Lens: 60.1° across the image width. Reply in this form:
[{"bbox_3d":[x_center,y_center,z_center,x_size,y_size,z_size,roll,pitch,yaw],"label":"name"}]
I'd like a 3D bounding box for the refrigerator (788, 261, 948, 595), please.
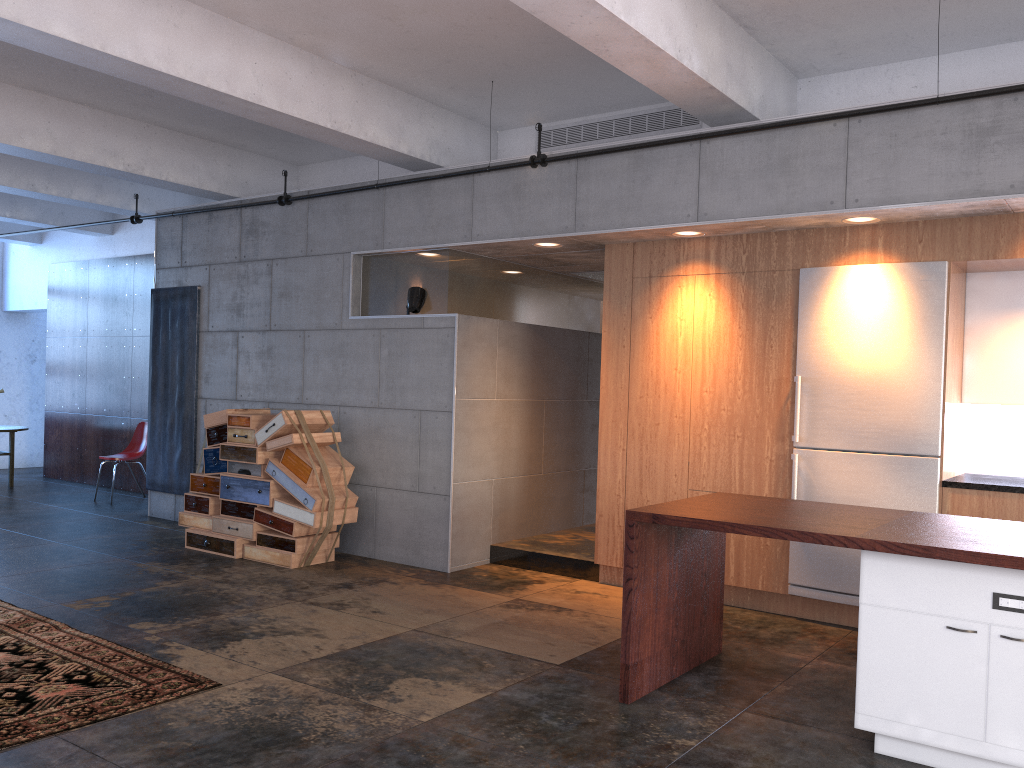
[{"bbox_3d":[2.378,0.307,5.951,0.937,2.191,0.224,2,1,32],"label":"refrigerator"}]

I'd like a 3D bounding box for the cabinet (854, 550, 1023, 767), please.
[{"bbox_3d":[4.035,1.245,2.644,5.533,0.930,0.941,2,0,35],"label":"cabinet"}]

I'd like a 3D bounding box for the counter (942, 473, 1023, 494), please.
[{"bbox_3d":[5.005,0.706,5.043,4.369,0.039,1.640,2,0,35],"label":"counter"}]

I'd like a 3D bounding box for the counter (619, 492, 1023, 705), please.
[{"bbox_3d":[3.553,1.202,2.998,6.520,0.971,1.165,2,0,35],"label":"counter"}]

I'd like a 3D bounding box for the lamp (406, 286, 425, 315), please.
[{"bbox_3d":[-0.829,-0.713,7.663,0.169,0.259,0.214,2,1,17],"label":"lamp"}]

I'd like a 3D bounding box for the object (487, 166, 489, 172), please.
[{"bbox_3d":[4.843,0.556,4.692,0.052,0.051,0.064,2,0,28],"label":"object"}]

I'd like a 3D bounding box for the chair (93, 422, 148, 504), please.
[{"bbox_3d":[-4.757,0.966,10.984,0.419,0.988,0.669,2,1,36],"label":"chair"}]

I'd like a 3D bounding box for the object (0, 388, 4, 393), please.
[{"bbox_3d":[-7.197,0.263,11.830,0.234,0.624,0.790,2,1,38],"label":"object"}]

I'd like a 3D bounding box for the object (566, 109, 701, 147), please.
[{"bbox_3d":[2.536,-0.825,6.433,5.832,2.868,0.059,2,1,37],"label":"object"}]

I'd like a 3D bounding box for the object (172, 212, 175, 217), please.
[{"bbox_3d":[4.871,0.581,4.762,0.053,0.052,0.061,2,0,-6],"label":"object"}]

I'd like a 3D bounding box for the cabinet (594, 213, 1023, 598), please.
[{"bbox_3d":[4.650,0.280,5.771,7.941,2.563,2.427,2,0,35],"label":"cabinet"}]

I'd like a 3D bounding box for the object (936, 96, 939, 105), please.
[{"bbox_3d":[4.848,0.601,4.713,0.061,0.053,0.053,2,0,42],"label":"object"}]

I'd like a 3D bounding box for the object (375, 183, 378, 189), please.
[{"bbox_3d":[4.827,0.615,4.778,0.063,0.053,0.051,2,0,-12],"label":"object"}]

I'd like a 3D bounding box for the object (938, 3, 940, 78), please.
[{"bbox_3d":[4.791,0.596,4.709,0.051,0.053,0.063,2,0,-16],"label":"object"}]

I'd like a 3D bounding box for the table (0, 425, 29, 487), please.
[{"bbox_3d":[-7.234,1.005,11.847,1.321,0.851,1.299,2,0,-11],"label":"table"}]

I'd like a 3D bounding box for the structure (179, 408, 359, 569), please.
[{"bbox_3d":[-2.214,0.861,7.864,1.874,1.315,0.651,2,1,35],"label":"structure"}]

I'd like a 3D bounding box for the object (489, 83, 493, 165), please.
[{"bbox_3d":[4.767,0.552,4.801,0.060,0.060,0.050,2,0,-20],"label":"object"}]
